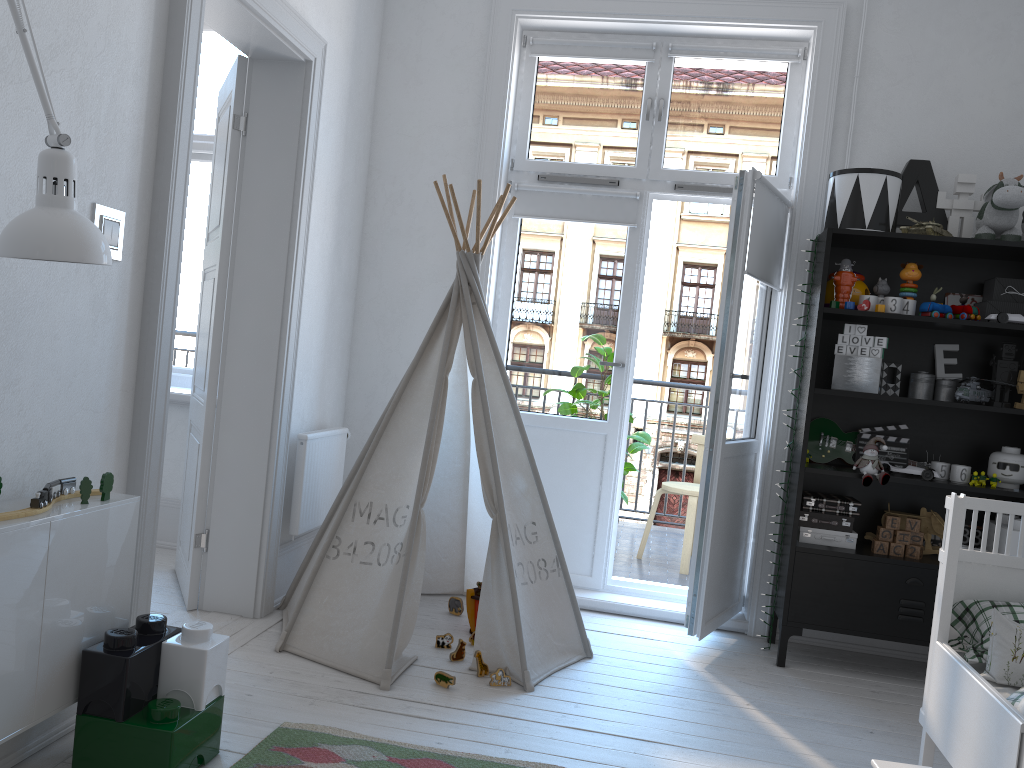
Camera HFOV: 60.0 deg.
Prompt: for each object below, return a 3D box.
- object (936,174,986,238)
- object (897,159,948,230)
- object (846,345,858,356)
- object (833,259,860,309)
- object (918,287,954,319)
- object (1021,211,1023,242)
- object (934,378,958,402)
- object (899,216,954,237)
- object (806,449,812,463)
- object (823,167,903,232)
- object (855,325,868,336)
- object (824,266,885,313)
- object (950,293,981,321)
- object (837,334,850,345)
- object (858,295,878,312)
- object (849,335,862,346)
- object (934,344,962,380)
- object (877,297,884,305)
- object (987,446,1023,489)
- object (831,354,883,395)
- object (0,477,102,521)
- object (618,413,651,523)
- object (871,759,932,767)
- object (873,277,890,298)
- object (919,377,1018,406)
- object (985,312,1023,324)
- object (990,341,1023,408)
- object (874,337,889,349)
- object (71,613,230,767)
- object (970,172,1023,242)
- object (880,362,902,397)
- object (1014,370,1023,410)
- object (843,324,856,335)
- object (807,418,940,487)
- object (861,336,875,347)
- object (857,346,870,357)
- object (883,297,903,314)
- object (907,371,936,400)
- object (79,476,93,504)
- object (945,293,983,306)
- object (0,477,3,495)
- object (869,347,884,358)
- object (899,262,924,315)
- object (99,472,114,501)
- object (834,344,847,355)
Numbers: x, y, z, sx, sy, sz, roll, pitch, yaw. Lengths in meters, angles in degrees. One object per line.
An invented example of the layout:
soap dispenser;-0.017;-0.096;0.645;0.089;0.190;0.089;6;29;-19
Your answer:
object;1.776;-0.676;3.505;0.190;0.291;0.065;6;2;14
object;1.614;-0.722;3.563;0.343;0.344;0.057;6;2;9
object;1.305;-0.127;3.406;0.040;0.040;0.040;6;2;14
object;1.286;-0.381;3.413;0.105;0.203;0.072;7;2;17
object;1.623;-0.305;3.381;0.121;0.126;0.087;6;2;-13
object;1.980;-0.628;3.308;0.211;0.253;0.386;6;2;-7
object;1.712;0.025;3.433;0.078;0.091;0.246;6;2;4
object;1.573;-0.599;3.386;0.121;0.100;0.338;8;2;44
object;1.182;0.290;3.560;0.042;0.054;0.031;7;2;20
object;1.410;-0.700;3.522;0.272;0.259;0.395;7;2;38
object;1.333;-0.204;3.386;0.040;0.040;0.040;7;2;19
object;1.330;-0.374;3.477;0.197;0.197;0.318;6;2;6
object;1.737;-0.294;3.404;0.087;0.112;0.121;5;2;-20
object;1.276;-0.170;3.412;0.040;0.040;0.040;7;2;19
object;1.364;-0.304;3.400;0.067;0.067;0.067;6;2;10
object;1.317;-0.166;3.393;0.040;0.040;0.040;7;2;29
object;1.747;-0.087;3.553;0.107;0.151;0.055;6;2;9
object;1.424;-0.299;3.435;0.067;0.067;0.067;5;2;-16
object;1.895;0.321;3.383;0.139;0.162;0.139;5;2;-16
object;1.333;-0.036;3.424;0.170;0.138;0.124;7;2;24
object;-1.074;0.252;1.756;0.111;0.047;0.902;6;2;4
object;0.473;0.332;5.065;0.720;1.225;0.489;7;2;20
object;0.800;0.975;1.848;0.288;0.246;0.332;6;2;5
object;1.468;-0.343;3.531;0.063;0.160;0.063;6;2;-12
object;1.759;0.025;3.392;0.367;0.106;0.349;6;2;11
object;1.879;-0.238;3.291;0.230;0.048;0.098;6;2;-1
object;1.908;-0.037;3.417;0.117;0.259;0.081;6;2;9
object;1.398;-0.156;3.356;0.040;0.040;0.040;7;2;34
object;-0.854;0.746;2.119;0.246;0.332;0.246;6;2;9
object;1.830;-0.644;3.329;0.154;0.253;0.370;7;2;18
object;1.531;-0.018;3.583;0.070;0.135;0.028;6;2;9
object;1.969;-0.009;3.344;0.114;0.221;0.052;6;2;9
object;1.295;-0.209;3.403;0.040;0.040;0.040;6;2;14
object;1.449;0.278;3.593;0.542;0.239;0.093;6;2;10
object;1.358;-0.161;3.374;0.040;0.040;0.040;7;2;39
object;1.341;-0.122;3.381;0.040;0.040;0.040;7;2;24
object;1.447;-0.294;3.371;0.067;0.067;0.067;6;2;10
object;1.631;0.006;3.531;0.095;0.110;0.095;6;2;14
object;-0.982;0.245;2.044;0.007;0.063;0.029;7;2;37
object;1.909;-0.286;3.533;0.347;0.132;0.037;6;2;9
object;-1.103;0.228;1.892;0.009;0.081;0.037;6;2;3
object;1.383;-0.118;3.362;0.040;0.040;0.040;7;2;39
object;1.520;-0.361;3.397;0.077;0.213;0.077;8;3;43
object;-0.965;0.243;2.110;0.009;0.067;0.054;6;2;1
object;1.266;-0.131;3.415;0.040;0.040;0.040;7;2;24
